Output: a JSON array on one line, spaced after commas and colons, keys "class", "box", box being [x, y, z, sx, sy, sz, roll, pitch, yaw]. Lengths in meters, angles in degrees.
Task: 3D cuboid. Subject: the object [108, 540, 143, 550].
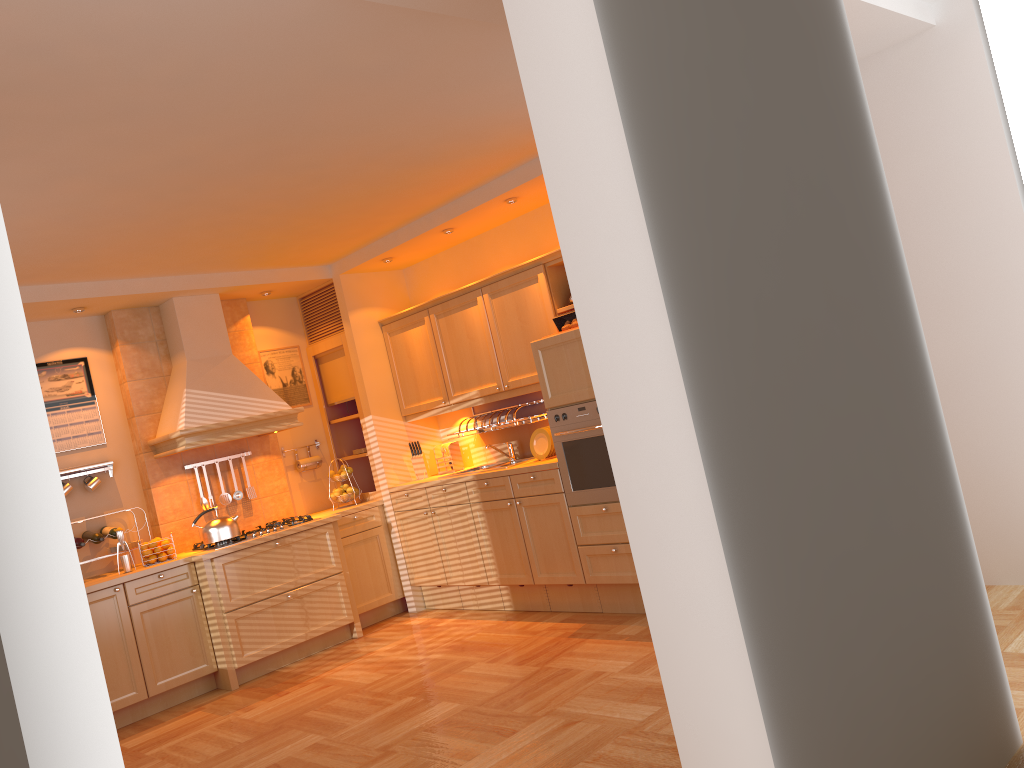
[{"class": "object", "box": [-2.541, 1.064, 5.830, 0.172, 0.011, 0.163, -13, -1, 16]}]

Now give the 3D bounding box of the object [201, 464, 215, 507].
[{"class": "object", "box": [-2.139, 0.721, 6.244, 0.028, 0.319, 0.006, -12, -2, -43]}]

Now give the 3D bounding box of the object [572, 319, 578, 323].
[{"class": "object", "box": [0.388, -0.363, 5.300, 0.065, 0.056, 0.056, -14, -1, 31]}]

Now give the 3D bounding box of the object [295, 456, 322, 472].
[{"class": "object", "box": [-1.590, 0.624, 6.933, 0.186, 0.094, 0.096, -12, -2, -43]}]

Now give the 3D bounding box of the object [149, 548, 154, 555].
[{"class": "object", "box": [-2.323, 1.075, 5.708, 0.051, 0.053, 0.064, -13, -1, 9]}]

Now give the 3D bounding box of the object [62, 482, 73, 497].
[{"class": "object", "box": [-2.899, 0.684, 5.742, 0.066, 0.111, 0.103, -14, -2, 40]}]

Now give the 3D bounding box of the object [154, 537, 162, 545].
[{"class": "object", "box": [-2.317, 1.032, 5.806, 0.059, 0.060, 0.050, -13, -1, 6]}]

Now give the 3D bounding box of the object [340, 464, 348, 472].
[{"class": "object", "box": [-1.286, 0.645, 6.786, 0.055, 0.059, 0.058, -13, -1, 3]}]

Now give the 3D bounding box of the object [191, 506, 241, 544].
[{"class": "object", "box": [-1.942, 0.918, 5.864, 0.242, 0.215, 0.251, -14, -1, 34]}]

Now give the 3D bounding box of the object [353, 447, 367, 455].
[{"class": "object", "box": [-1.154, 0.523, 7.053, 0.222, 0.039, 0.222, -12, -1, -26]}]

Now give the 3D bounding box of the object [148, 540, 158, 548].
[{"class": "object", "box": [-2.295, 1.026, 5.671, 0.063, 0.051, 0.053, -12, -1, -36]}]

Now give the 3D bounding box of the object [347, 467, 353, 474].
[{"class": "object", "box": [-1.250, 0.667, 6.815, 0.058, 0.060, 0.057, -13, -1, -22]}]

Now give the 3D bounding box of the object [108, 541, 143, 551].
[{"class": "object", "box": [-2.540, 1.070, 5.830, 0.172, 0.011, 0.163, -13, -1, 16]}]

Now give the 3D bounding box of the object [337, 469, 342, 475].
[{"class": "object", "box": [-1.318, 0.677, 6.819, 0.050, 0.051, 0.051, -13, -1, -19]}]

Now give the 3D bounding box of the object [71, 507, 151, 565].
[{"class": "object", "box": [-2.641, 1.043, 5.758, 0.572, 0.379, 0.221, -12, -2, -43]}]

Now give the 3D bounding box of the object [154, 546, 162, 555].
[{"class": "object", "box": [-2.271, 1.066, 5.686, 0.052, 0.053, 0.062, -13, -1, -22]}]

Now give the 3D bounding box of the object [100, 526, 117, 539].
[{"class": "object", "box": [-2.609, 0.969, 5.795, 0.076, 0.095, 0.282, -12, -2, -43]}]

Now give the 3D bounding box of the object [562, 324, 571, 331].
[{"class": "object", "box": [0.330, -0.338, 5.302, 0.069, 0.034, 0.066, -13, -1, -25]}]

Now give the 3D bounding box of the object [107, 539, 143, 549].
[{"class": "object", "box": [-2.543, 1.057, 5.830, 0.172, 0.011, 0.163, -13, -1, 16]}]

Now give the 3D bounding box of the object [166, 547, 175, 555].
[{"class": "object", "box": [-2.200, 1.076, 5.717, 0.052, 0.054, 0.061, -13, -1, -16]}]

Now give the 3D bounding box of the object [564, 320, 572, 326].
[{"class": "object", "box": [0.345, -0.354, 5.390, 0.069, 0.064, 0.055, -12, -2, -39]}]

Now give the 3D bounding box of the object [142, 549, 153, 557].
[{"class": "object", "box": [-2.321, 1.076, 5.650, 0.063, 0.051, 0.053, -13, -1, -25]}]

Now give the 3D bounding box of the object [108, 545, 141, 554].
[{"class": "object", "box": [-2.535, 1.089, 5.830, 0.172, 0.011, 0.163, -13, -1, 16]}]

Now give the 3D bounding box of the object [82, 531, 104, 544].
[{"class": "object", "box": [-2.691, 0.987, 5.716, 0.076, 0.095, 0.282, -12, -2, -43]}]

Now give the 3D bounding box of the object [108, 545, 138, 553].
[{"class": "object", "box": [-2.537, 1.083, 5.830, 0.172, 0.011, 0.163, -13, -1, 16]}]

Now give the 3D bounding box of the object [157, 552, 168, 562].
[{"class": "object", "box": [-2.246, 1.113, 5.697, 0.074, 0.063, 0.064, -14, -1, 27]}]

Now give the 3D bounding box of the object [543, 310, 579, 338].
[{"class": "object", "box": [0.401, -0.386, 5.322, 0.280, 0.123, 0.400, -12, -2, -43]}]

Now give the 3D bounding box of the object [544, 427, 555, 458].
[{"class": "object", "box": [0.227, 0.381, 5.794, 0.049, 0.200, 0.205, -12, -2, -42]}]

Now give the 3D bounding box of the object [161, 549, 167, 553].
[{"class": "object", "box": [-2.259, 1.079, 5.754, 0.062, 0.053, 0.051, -13, -1, 15]}]

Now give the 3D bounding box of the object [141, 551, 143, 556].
[{"class": "object", "box": [-2.380, 1.093, 5.758, 0.053, 0.055, 0.060, -12, -2, -40]}]

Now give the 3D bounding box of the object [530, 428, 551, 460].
[{"class": "object", "box": [0.185, 0.390, 5.757, 0.049, 0.200, 0.205, -12, -2, -42]}]

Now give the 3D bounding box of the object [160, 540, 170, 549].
[{"class": "object", "box": [-2.236, 1.037, 5.721, 0.053, 0.052, 0.061, -14, -1, 20]}]

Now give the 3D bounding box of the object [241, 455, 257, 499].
[{"class": "object", "box": [-1.920, 0.676, 6.447, 0.061, 0.323, 0.020, -12, -2, -43]}]

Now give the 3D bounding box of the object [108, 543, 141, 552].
[{"class": "object", "box": [-2.538, 1.076, 5.830, 0.172, 0.011, 0.163, -13, -1, 16]}]

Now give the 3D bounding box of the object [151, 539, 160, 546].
[{"class": "object", "box": [-2.308, 1.026, 5.730, 0.063, 0.053, 0.051, -13, -1, 8]}]

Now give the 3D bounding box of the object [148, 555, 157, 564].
[{"class": "object", "box": [-2.293, 1.118, 5.659, 0.052, 0.057, 0.060, -13, -1, 8]}]

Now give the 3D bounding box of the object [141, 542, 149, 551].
[{"class": "object", "box": [-2.345, 1.041, 5.674, 0.057, 0.060, 0.052, -13, -1, -5]}]

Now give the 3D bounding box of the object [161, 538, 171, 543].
[{"class": "object", "box": [-2.254, 1.030, 5.778, 0.063, 0.053, 0.051, -14, -1, 20]}]

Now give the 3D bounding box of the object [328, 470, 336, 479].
[{"class": "object", "box": [-1.387, 0.696, 6.815, 0.061, 0.064, 0.063, -12, -1, -34]}]

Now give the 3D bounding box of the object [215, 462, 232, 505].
[{"class": "object", "box": [-2.064, 0.705, 6.310, 0.090, 0.320, 0.017, -12, -2, -43]}]

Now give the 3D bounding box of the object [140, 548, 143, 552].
[{"class": "object", "box": [-2.368, 1.060, 5.721, 0.053, 0.051, 0.063, -12, -2, -38]}]

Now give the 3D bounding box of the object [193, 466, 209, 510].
[{"class": "object", "box": [-2.173, 0.730, 6.196, 0.055, 0.323, 0.028, -12, -2, -43]}]

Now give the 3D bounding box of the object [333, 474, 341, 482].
[{"class": "object", "box": [-1.340, 0.718, 6.784, 0.064, 0.058, 0.063, -13, -1, 13]}]

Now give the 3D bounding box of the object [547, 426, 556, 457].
[{"class": "object", "box": [0.248, 0.376, 5.812, 0.049, 0.200, 0.205, -12, -2, -42]}]

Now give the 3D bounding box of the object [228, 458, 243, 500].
[{"class": "object", "box": [-2.009, 0.688, 6.388, 0.077, 0.309, 0.037, -12, -2, -44]}]

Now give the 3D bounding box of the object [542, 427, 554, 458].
[{"class": "object", "box": [0.206, 0.385, 5.776, 0.049, 0.200, 0.205, -12, -2, -42]}]

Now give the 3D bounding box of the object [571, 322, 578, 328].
[{"class": "object", "box": [0.377, -0.351, 5.243, 0.062, 0.036, 0.065, -12, -1, -31]}]

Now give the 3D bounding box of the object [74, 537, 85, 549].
[{"class": "object", "box": [-2.773, 1.004, 5.636, 0.076, 0.095, 0.282, -12, -2, -43]}]

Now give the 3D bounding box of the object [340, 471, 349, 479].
[{"class": "object", "box": [-1.278, 0.696, 6.773, 0.064, 0.063, 0.063, -12, -1, -27]}]

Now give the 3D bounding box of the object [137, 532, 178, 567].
[{"class": "object", "box": [-2.297, 1.068, 5.739, 0.207, 0.174, 0.189, -12, -1, -28]}]
